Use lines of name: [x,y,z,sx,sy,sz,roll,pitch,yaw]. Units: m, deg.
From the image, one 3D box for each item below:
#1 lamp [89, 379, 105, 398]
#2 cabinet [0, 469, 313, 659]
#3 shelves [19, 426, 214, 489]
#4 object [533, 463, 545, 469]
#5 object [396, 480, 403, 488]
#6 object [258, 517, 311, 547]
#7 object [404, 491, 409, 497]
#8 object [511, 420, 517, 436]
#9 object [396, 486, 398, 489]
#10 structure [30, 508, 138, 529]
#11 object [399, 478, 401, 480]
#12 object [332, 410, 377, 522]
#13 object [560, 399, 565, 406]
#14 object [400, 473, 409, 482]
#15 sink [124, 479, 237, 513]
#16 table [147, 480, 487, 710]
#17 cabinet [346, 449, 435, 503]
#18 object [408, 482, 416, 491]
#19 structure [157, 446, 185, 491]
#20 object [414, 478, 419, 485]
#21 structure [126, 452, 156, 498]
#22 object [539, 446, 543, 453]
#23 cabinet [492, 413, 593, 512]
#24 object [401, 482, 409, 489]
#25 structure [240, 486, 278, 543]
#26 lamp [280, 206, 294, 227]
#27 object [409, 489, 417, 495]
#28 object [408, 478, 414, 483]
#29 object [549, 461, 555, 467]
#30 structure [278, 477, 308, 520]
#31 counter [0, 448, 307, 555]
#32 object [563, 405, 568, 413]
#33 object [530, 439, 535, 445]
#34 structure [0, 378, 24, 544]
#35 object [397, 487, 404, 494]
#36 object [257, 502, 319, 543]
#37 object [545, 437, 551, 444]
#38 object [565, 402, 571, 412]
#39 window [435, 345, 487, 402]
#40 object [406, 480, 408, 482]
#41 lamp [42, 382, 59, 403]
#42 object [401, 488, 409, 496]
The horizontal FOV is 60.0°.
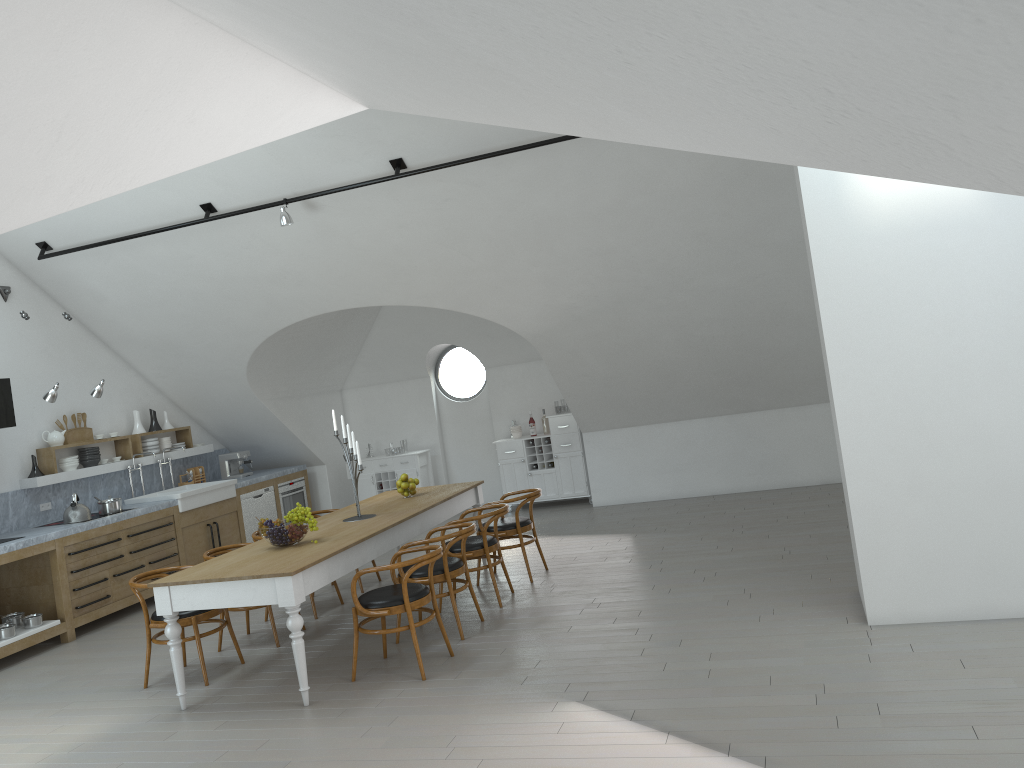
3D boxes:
lamp: [-3.986,0.050,8.546,0.168,0.176,0.112,-8,-1,10]
cabinet: [-4.025,1.862,8.759,1.002,1.022,6.435,-8,0,18]
shelves: [-4.621,0.312,8.449,0.479,1.362,5.553,-9,0,12]
object: [0.366,1.041,11.413,0.156,0.085,0.331,-8,0,19]
object: [-0.987,0.878,7.799,0.066,0.071,0.072,-8,0,-13]
object: [-1.549,1.032,6.083,0.360,0.159,0.360,-8,0,-2]
object: [-0.925,0.963,7.778,0.049,0.050,0.051,-8,0,21]
object: [0.026,0.583,11.747,0.115,0.209,0.065,-9,-1,20]
object: [-0.993,0.907,7.856,0.062,0.059,0.062,-8,0,22]
structure: [-4.116,1.315,8.583,0.646,0.041,0.738,-8,1,17]
object: [-0.978,0.860,7.885,0.062,0.059,0.062,-8,0,18]
object: [-1.264,0.619,7.006,0.266,0.875,0.774,-8,0,-8]
object: [0.662,0.286,11.441,0.054,0.179,0.054,-9,-1,12]
object: [-0.947,0.824,7.813,0.072,0.074,0.072,-8,0,18]
sink: [-3.628,1.261,9.800,0.726,0.202,1.022,-8,0,18]
table: [-1.183,1.452,6.826,1.017,0.799,3.352,-8,0,18]
cabinet: [-1.617,1.355,11.896,1.133,0.790,0.497,-8,-1,17]
object: [-0.876,0.899,7.771,0.071,0.072,0.070,-8,0,-18]
structure: [-3.853,0.986,10.158,0.332,0.530,0.214,-8,-1,-2]
object: [-0.850,0.866,7.847,0.063,0.063,0.062,-8,0,-20]
structure: [-3.999,1.012,9.692,0.332,0.530,0.214,-8,-1,-2]
object: [0.406,0.838,11.399,0.085,0.085,0.331,-8,0,17]
cabinet: [0.437,0.990,11.444,1.241,1.154,0.610,-8,-1,17]
object: [-0.935,0.888,7.746,0.071,0.064,0.072,-8,0,11]
structure: [-3.262,1.716,10.672,0.598,0.823,0.725,-9,0,18]
lamp: [-1.951,-1.452,7.647,0.113,0.175,0.114,-8,-1,-20]
object: [-0.875,0.948,7.826,0.063,0.063,0.064,-9,0,29]
object: [-0.889,0.855,7.804,0.058,0.057,0.053,-9,0,32]
object: [0.529,1.021,11.355,0.081,0.081,0.359,-8,0,15]
structure: [-3.047,1.581,11.394,0.630,0.637,0.633,-8,0,17]
counter: [-4.143,1.049,8.852,0.960,0.620,6.582,-8,1,18]
object: [0.695,0.322,11.377,0.071,0.099,0.071,-9,-1,26]
object: [0.293,0.743,11.425,0.092,0.094,0.359,-8,0,18]
structure: [-4.812,0.459,7.348,0.779,1.886,1.076,-9,-1,18]
object: [-0.977,0.932,7.773,0.059,0.056,0.059,-8,0,12]
object: [-1.539,0.967,6.063,0.394,0.284,0.292,-8,0,-18]
object: [0.487,0.719,11.355,0.087,0.085,0.360,-8,0,18]
object: [0.725,0.273,11.441,0.063,0.187,0.063,-8,-1,4]
window: [-0.683,-0.159,12.259,0.898,0.900,0.060,-8,-1,17]
object: [-0.936,0.870,7.852,0.053,0.051,0.052,-8,0,-11]
lamp: [-4.161,0.085,7.995,0.164,0.178,0.116,-9,-1,36]
object: [-0.948,0.952,7.842,0.080,0.074,0.078,-8,0,-28]
